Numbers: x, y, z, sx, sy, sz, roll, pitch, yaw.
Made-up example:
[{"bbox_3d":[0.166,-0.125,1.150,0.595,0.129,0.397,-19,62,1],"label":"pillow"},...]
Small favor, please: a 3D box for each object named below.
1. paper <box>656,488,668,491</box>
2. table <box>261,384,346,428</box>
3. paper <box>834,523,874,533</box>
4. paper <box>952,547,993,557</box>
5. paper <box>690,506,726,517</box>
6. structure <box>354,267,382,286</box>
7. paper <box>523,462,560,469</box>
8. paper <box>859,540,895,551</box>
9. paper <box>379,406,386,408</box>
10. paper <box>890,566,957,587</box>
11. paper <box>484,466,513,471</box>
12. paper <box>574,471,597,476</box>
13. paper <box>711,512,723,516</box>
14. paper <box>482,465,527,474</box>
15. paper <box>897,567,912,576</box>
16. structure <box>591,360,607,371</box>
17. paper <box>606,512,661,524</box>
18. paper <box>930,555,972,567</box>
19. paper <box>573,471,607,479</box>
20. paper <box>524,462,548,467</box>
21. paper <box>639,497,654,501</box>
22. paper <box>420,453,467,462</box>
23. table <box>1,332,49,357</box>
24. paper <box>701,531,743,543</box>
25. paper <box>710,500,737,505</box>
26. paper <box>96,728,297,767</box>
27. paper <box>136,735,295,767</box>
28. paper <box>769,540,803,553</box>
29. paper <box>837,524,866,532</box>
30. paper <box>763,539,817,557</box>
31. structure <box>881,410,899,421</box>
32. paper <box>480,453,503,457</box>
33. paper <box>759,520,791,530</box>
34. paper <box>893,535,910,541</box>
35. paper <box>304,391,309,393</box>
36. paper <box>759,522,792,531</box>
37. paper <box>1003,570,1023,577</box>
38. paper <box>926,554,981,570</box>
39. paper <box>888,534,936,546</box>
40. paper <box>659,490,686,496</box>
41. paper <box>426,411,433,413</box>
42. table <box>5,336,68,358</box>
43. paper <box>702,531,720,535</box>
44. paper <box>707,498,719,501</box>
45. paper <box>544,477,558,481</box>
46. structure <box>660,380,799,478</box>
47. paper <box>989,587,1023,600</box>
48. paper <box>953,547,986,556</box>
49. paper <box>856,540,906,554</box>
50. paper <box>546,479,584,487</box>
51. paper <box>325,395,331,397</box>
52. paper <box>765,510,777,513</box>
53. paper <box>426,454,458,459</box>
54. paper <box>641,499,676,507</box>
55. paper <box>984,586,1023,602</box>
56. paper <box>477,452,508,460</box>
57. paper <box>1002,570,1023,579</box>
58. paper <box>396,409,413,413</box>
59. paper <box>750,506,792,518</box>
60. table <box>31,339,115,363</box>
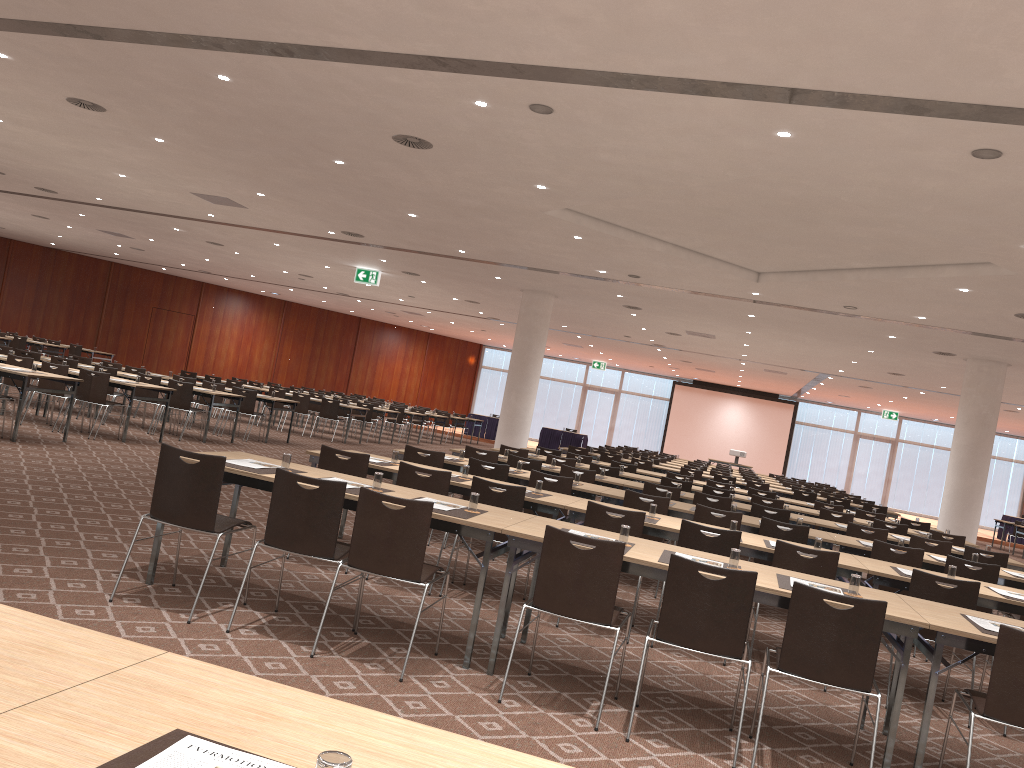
[{"bbox_3d":[1.867,1.320,11.140,0.283,0.006,0.398,10,-1,16],"label":"paper"},{"bbox_3d":[-5.811,0.649,24.984,2.266,0.833,0.954,10,-1,14],"label":"table"},{"bbox_3d":[4.087,1.722,10.499,0.460,0.003,0.566,10,-1,14],"label":"paper"},{"bbox_3d":[5.290,1.938,10.170,0.460,0.003,0.566,10,-1,12],"label":"paper"},{"bbox_3d":[2.043,1.305,8.971,0.460,0.003,0.566,10,-1,16],"label":"paper"},{"bbox_3d":[-3.322,-2.468,20.419,0.587,0.346,0.105,10,-1,14],"label":"structure"},{"bbox_3d":[0.357,1.050,11.446,0.460,0.003,0.566,10,-1,14],"label":"paper"},{"bbox_3d":[3.553,1.574,8.637,0.283,0.006,0.398,10,-1,15],"label":"paper"},{"bbox_3d":[-3.620,0.617,24.328,0.460,0.003,0.566,10,-1,11],"label":"paper"},{"bbox_3d":[3.106,1.447,6.625,0.460,0.003,0.566,10,-1,16],"label":"paper"},{"bbox_3d":[-0.143,0.908,9.576,0.283,0.006,0.398,10,-1,13],"label":"paper"},{"bbox_3d":[0.930,1.150,11.343,0.283,0.006,0.398,10,-1,15],"label":"paper"},{"bbox_3d":[2.006,1.295,9.027,0.283,0.006,0.398,10,-1,14],"label":"paper"},{"bbox_3d":[-0.111,0.917,9.531,0.460,0.003,0.566,10,-1,17],"label":"paper"},{"bbox_3d":[3.083,1.440,6.683,0.283,0.006,0.398,10,-1,14],"label":"paper"},{"bbox_3d":[3.647,-0.770,37.125,0.587,0.346,0.105,10,-1,14],"label":"structure"},{"bbox_3d":[0.953,1.058,7.161,0.460,0.003,0.566,10,-1,14],"label":"paper"},{"bbox_3d":[4.187,1.688,8.460,0.283,0.006,0.398,10,-1,11],"label":"paper"},{"bbox_3d":[0.956,1.158,11.289,0.460,0.003,0.566,10,-1,14],"label":"paper"},{"bbox_3d":[0.325,1.041,11.515,0.283,0.006,0.398,10,-1,13],"label":"paper"},{"bbox_3d":[1.412,1.188,9.194,0.283,0.006,0.398,10,-1,13],"label":"paper"},{"bbox_3d":[-0.749,0.800,9.643,0.460,0.003,0.566,10,-1,13],"label":"paper"},{"bbox_3d":[-15.557,-1.108,27.464,2.266,0.833,0.954,10,-1,14],"label":"table"},{"bbox_3d":[1.578,1.171,7.007,0.460,0.003,0.566,10,-1,13],"label":"paper"},{"bbox_3d":[2.523,1.439,10.865,0.460,0.003,0.566,10,-1,15],"label":"paper"},{"bbox_3d":[-0.472,0.652,1.293,0.460,0.003,0.566,10,-1,16],"label":"paper"},{"bbox_3d":[-0.489,0.647,1.376,0.283,0.006,0.398,10,-1,12],"label":"paper"},{"bbox_3d":[2.166,1.275,6.935,0.283,0.006,0.398,10,-1,14],"label":"paper"},{"bbox_3d":[4.032,1.710,10.565,0.283,0.006,0.398,10,-1,13],"label":"paper"},{"bbox_3d":[2.192,1.282,6.861,0.460,0.003,0.566,10,-1,14],"label":"paper"},{"bbox_3d":[14.637,1.211,34.330,0.587,0.346,0.105,10,-1,14],"label":"structure"},{"bbox_3d":[-0.276,0.933,11.673,0.283,0.006,0.398,10,-1,15],"label":"paper"},{"bbox_3d":[2.619,1.405,8.854,0.283,0.006,0.398,10,-1,13],"label":"paper"},{"bbox_3d":[4.646,1.820,10.406,0.283,0.006,0.398,10,-1,12],"label":"paper"},{"bbox_3d":[-5.793,0.222,24.926,0.283,0.006,0.398,10,-1,10],"label":"paper"},{"bbox_3d":[2.691,1.421,8.799,0.460,0.003,0.566,10,-1,17],"label":"paper"},{"bbox_3d":[4.814,1.801,8.312,0.283,0.006,0.398,10,-1,12],"label":"paper"},{"bbox_3d":[4.224,1.697,8.396,0.460,0.003,0.566,10,-1,15],"label":"paper"},{"bbox_3d":[4.682,1.829,10.337,0.460,0.003,0.566,10,-1,14],"label":"paper"},{"bbox_3d":[1.917,1.331,11.044,0.460,0.003,0.566,10,-1,15],"label":"paper"},{"bbox_3d":[-2.699,0.878,28.227,0.283,0.006,0.398,10,-1,14],"label":"paper"},{"bbox_3d":[-13.864,-0.852,24.973,2.266,0.833,0.954,10,-1,14],"label":"table"},{"bbox_3d":[1.567,1.167,7.083,0.283,0.006,0.398,10,-1,15],"label":"paper"},{"bbox_3d":[2.501,1.433,10.955,0.283,0.006,0.398,10,-1,12],"label":"paper"},{"bbox_3d":[0.473,1.019,9.416,0.283,0.006,0.398,10,-1,12],"label":"paper"},{"bbox_3d":[9.056,1.847,37.143,5.156,3.525,0.395,10,-1,14],"label":"structure"},{"bbox_3d":[3.707,1.552,6.522,0.283,0.006,0.398,10,-1,15],"label":"paper"},{"bbox_3d":[5.289,1.937,10.267,0.283,0.006,0.398,10,-1,15],"label":"paper"},{"bbox_3d":[3.600,1.585,8.556,0.460,0.003,0.566,10,-1,14],"label":"paper"},{"bbox_3d":[0.488,1.024,9.352,0.460,0.003,0.566,10,-1,15],"label":"paper"},{"bbox_3d":[-5.188,0.332,24.790,0.283,0.006,0.398,10,-1,12],"label":"paper"},{"bbox_3d":[3.093,1.540,10.810,0.283,0.006,0.398,10,-1,14],"label":"paper"},{"bbox_3d":[-0.763,0.796,9.729,0.283,0.006,0.398,10,-1,16],"label":"paper"},{"bbox_3d":[1.434,1.194,9.106,0.460,0.003,0.566,10,-1,16],"label":"paper"},{"bbox_3d":[3.756,1.563,6.439,0.460,0.003,0.566,10,-1,14],"label":"paper"},{"bbox_3d":[-0.257,0.939,11.594,0.460,0.003,0.566,10,-1,14],"label":"paper"},{"bbox_3d":[4.863,1.813,8.244,0.460,0.003,0.566,10,-1,17],"label":"paper"},{"bbox_3d":[-3.003,0.727,24.141,0.460,0.003,0.566,10,-1,14],"label":"paper"},{"bbox_3d":[3.130,1.549,10.735,0.460,0.003,0.566,10,-1,13],"label":"paper"},{"bbox_3d":[-13.391,-0.717,26.913,2.266,0.833,0.954,10,-1,14],"label":"table"}]
